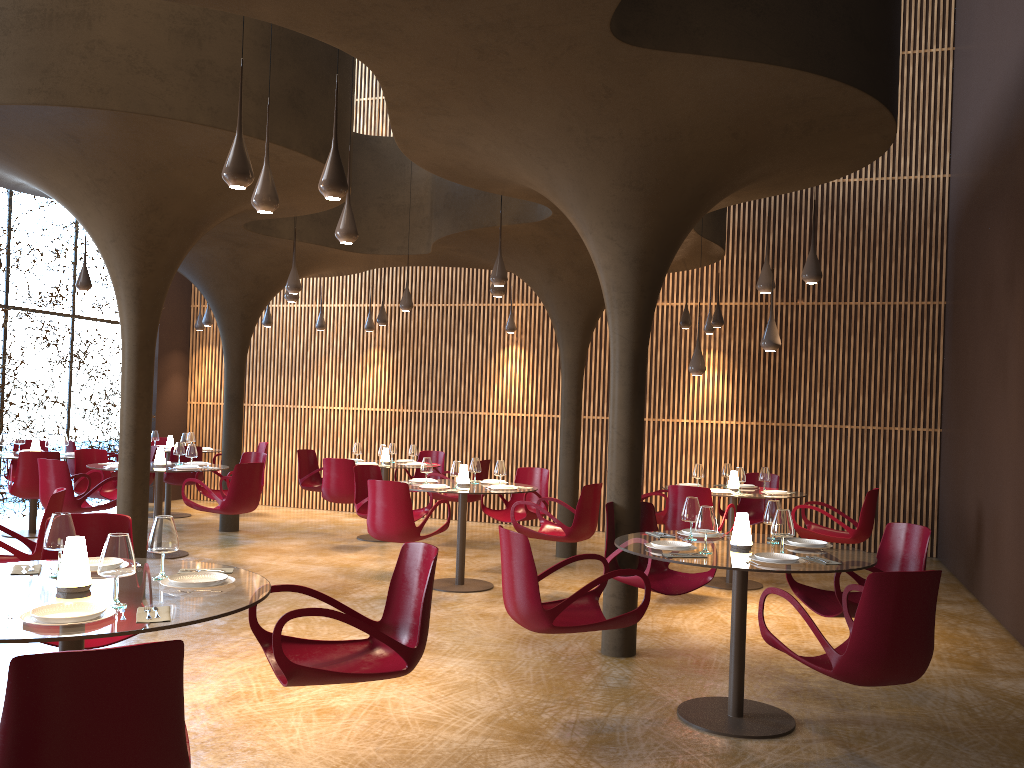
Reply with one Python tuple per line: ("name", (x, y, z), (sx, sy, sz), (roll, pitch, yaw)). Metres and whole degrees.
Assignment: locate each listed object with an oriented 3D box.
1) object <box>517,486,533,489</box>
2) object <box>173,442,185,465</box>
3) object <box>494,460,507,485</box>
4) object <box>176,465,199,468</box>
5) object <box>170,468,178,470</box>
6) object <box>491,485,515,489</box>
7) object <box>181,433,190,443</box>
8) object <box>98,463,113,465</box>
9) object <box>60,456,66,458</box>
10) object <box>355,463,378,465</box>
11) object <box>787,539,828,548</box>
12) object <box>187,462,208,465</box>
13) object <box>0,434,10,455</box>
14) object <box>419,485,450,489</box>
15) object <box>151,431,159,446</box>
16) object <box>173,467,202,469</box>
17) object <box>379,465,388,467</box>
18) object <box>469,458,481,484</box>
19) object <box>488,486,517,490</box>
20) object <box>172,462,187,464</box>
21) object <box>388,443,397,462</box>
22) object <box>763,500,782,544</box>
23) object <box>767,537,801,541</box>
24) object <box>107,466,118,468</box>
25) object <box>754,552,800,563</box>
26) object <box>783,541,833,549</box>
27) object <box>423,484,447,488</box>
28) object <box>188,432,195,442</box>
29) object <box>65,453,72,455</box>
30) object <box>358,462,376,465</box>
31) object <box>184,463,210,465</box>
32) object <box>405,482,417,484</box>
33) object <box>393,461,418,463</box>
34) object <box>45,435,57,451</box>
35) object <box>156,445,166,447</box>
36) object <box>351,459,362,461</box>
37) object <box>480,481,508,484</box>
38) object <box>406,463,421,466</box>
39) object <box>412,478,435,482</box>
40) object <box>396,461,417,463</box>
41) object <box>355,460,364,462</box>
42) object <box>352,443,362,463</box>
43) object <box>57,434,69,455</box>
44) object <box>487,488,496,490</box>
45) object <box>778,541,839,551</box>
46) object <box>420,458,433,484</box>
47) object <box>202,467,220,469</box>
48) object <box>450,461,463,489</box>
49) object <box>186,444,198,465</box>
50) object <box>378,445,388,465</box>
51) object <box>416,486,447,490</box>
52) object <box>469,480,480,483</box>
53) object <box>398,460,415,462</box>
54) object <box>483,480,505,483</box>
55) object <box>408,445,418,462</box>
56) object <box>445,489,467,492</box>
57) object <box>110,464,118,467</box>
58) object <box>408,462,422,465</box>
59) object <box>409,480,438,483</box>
("object", (0.101, 1.157, 9.905), (0.262, 0.017, 0.126), (1, -2, 39))
("object", (-4.335, 0.905, 11.550), (0.142, 0.295, 0.142), (2, -1, 6))
("object", (-0.132, 1.005, 9.913), (0.142, 0.295, 0.142), (2, -1, -7))
("object", (-4.009, 1.026, 10.948), (0.263, 0.029, 0.263), (0, -2, 42))
("object", (-4.012, 1.037, 10.944), (0.204, 0.012, 0.411), (1, -2, 35))
("object", (-0.101, 1.126, 9.682), (0.263, 0.029, 0.263), (1, -2, 26))
("object", (-5.449, 0.964, 14.776), (0.142, 0.295, 0.142), (2, -1, -22))
("object", (-5.111, 1.012, 11.222), (0.262, 0.017, 0.126), (1, -2, 35))
("object", (-6.196, 1.002, 12.168), (0.126, 0.017, 0.262), (3, -2, -21))
("object", (-2.096, 1.160, 12.799), (0.332, 0.014, 0.332), (2, -2, 8))
("object", (2.021, 1.091, 6.067), (0.263, 0.029, 0.263), (3, -2, -22))
("object", (-4.118, 1.043, 11.622), (0.263, 0.029, 0.263), (1, -2, 20))
("object", (-6.984, 0.831, 12.194), (0.142, 0.295, 0.142), (2, -1, 18))
("object", (-0.824, 1.104, 9.474), (0.332, 0.014, 0.332), (2, -2, 8))
("object", (-6.139, 0.954, 15.236), (0.142, 0.295, 0.142), (2, -1, 19))
("object", (-4.009, 1.035, 10.948), (0.332, 0.014, 0.332), (4, -2, -41))
("object", (-1.827, 1.173, 12.662), (0.126, 0.017, 0.262), (1, -2, 23))
("object", (-0.427, 1.005, 10.284), (0.142, 0.295, 0.142), (2, -1, -39))
("object", (-0.102, 1.136, 9.682), (0.332, 0.014, 0.332), (3, -2, -38))
("object", (-4.373, 1.055, 11.786), (0.126, 0.017, 0.262), (1, -2, 29))
("object", (-1.846, 1.058, 13.665), (0.142, 0.295, 0.142), (2, -1, 18))
("object", (1.823, 0.960, 6.183), (0.142, 0.295, 0.142), (2, -1, 31))
("object", (1.972, 1.115, 6.365), (0.262, 0.017, 0.126), (2, -2, -13))
("object", (-4.732, 1.003, 10.740), (0.332, 0.014, 0.332), (2, -2, 11))
("object", (1.601, 1.055, 5.362), (0.263, 0.029, 0.263), (2, -2, 4))
("object", (2.021, 1.101, 6.067), (0.331, 0.014, 0.332), (1, -2, 36))
("object", (-0.824, 1.094, 9.474), (0.263, 0.029, 0.263), (1, -2, 37))
("object", (-5.519, 0.976, 15.245), (0.142, 0.295, 0.142), (2, -1, 36))
("object", (-6.241, 1.010, 12.715), (0.332, 0.014, 0.332), (2, -2, 11))
("object", (-2.096, 1.150, 12.799), (0.263, 0.029, 0.263), (1, -2, 24))
("object", (-4.119, 1.052, 11.622), (0.332, 0.014, 0.332), (2, -2, 1))
("object", (-1.203, 1.112, 9.956), (0.262, 0.017, 0.126), (1, -2, 35))
("object", (-1.641, 1.207, 13.774), (0.410, 0.012, 0.204), (2, -2, 15))
("object", (-6.394, 0.855, 12.294), (0.142, 0.295, 0.142), (2, -1, 34))
("object", (-6.073, 1.090, 15.458), (0.263, 0.029, 0.263), (3, -2, -28))
("object", (-2.409, 1.160, 13.474), (0.263, 0.029, 0.263), (3, -2, -36))
("object", (-0.211, 1.152, 10.356), (0.332, 0.014, 0.332), (2, -2, 1))
("object", (-1.421, 1.194, 13.130), (0.331, 0.014, 0.332), (0, -2, 42))
("object", (-1.015, 1.109, 10.193), (0.263, 0.029, 0.263), (1, -2, 26))
("object", (-1.646, 1.206, 13.775), (0.332, 0.014, 0.332), (2, -2, 16))
("object", (-2.409, 1.169, 13.474), (0.331, 0.014, 0.332), (1, -2, 32))
("object", (-2.315, 1.029, 13.259), (0.142, 0.295, 0.142), (2, -1, -10))
("object", (-6.465, 0.867, 12.763), (0.142, 0.295, 0.142), (2, -1, -32))
("object", (-0.104, 1.137, 9.678), (0.204, 0.012, 0.411), (1, -2, 35))
("object", (2.022, 1.102, 6.063), (0.204, 0.012, 0.411), (3, -2, -17))
("object", (-0.959, 0.977, 9.966), (0.142, 0.295, 0.142), (2, -1, -33))
("object", (-3.806, 1.057, 11.172), (0.262, 0.017, 0.126), (1, -2, 39))
("object", (-0.593, 0.977, 9.531), (0.142, 0.295, 0.142), (2, -1, 10))
("object", (-4.040, 0.904, 11.179), (0.142, 0.295, 0.142), (2, -1, -7))
("object", (-1.878, 1.034, 12.895), (0.142, 0.295, 0.142), (2, -1, 11))
("object", (-0.828, 1.105, 9.475), (0.410, 0.012, 0.204), (1, -2, 29))
("object", (-0.465, 1.156, 10.520), (0.126, 0.017, 0.262), (1, -2, 29))
("object", (-1.645, 1.196, 13.775), (0.263, 0.029, 0.263), (1, -2, 29))
("object", (-0.211, 1.143, 10.356), (0.263, 0.029, 0.263), (1, -2, 20))
("object", (-1.491, 1.061, 13.351), (0.142, 0.295, 0.142), (2, -1, -28))
("object", (-0.583, 1.114, 9.292), (0.126, 0.017, 0.262), (1, -2, 33))
("object", (-4.731, 0.994, 10.740), (0.263, 0.029, 0.263), (1, -2, 27))
("object", (-1.420, 1.184, 13.130), (0.263, 0.029, 0.263), (2, -2, -3))
("object", (-1.015, 1.119, 10.193), (0.332, 0.014, 0.332), (0, -2, 45))
